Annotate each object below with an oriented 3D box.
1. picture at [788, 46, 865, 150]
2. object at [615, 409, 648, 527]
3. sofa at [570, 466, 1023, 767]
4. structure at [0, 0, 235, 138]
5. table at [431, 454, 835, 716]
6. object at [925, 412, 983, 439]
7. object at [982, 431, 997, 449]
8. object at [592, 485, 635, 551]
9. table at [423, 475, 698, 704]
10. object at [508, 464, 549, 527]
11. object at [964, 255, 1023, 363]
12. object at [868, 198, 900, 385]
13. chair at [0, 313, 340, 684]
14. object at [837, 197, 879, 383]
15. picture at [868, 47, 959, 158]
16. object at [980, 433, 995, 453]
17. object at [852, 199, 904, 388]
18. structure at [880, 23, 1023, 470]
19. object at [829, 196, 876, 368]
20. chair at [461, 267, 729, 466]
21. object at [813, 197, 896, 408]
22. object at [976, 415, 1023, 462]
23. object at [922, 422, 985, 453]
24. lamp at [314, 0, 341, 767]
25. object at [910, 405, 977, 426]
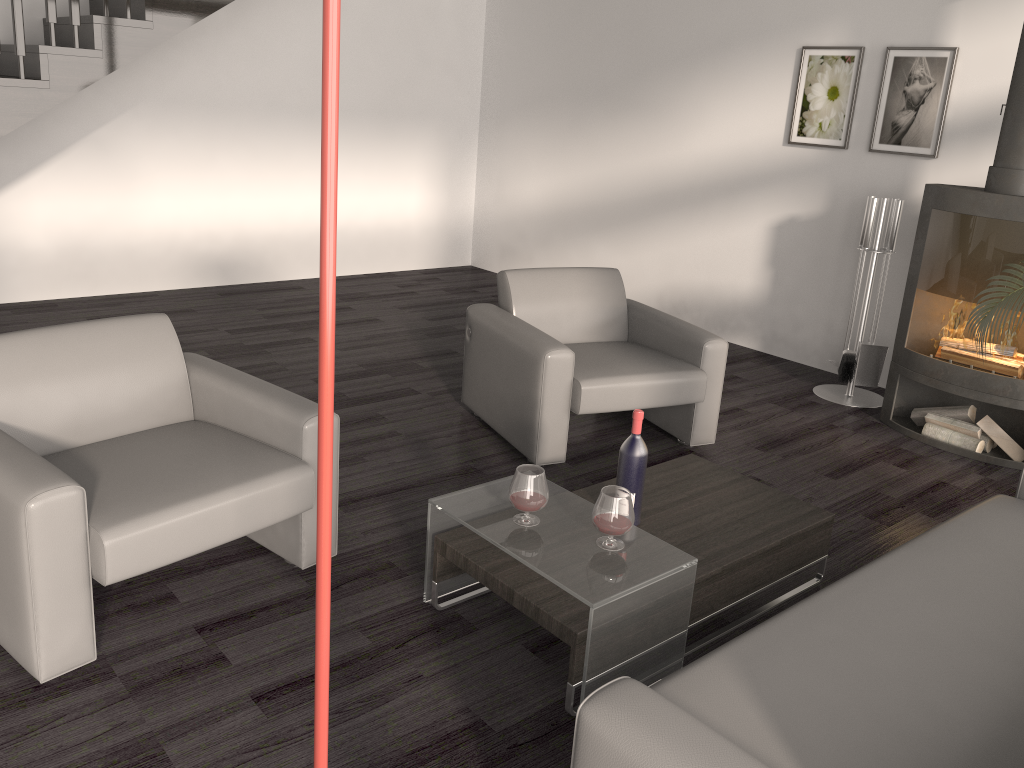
[{"bbox_3d":[1.873,-1.716,5.303,0.026,0.572,0.397,-9,21,-40],"label":"picture"},{"bbox_3d":[0.368,0.256,2.715,0.093,0.367,0.093,-10,21,-41],"label":"object"},{"bbox_3d":[1.134,0.643,1.933,2.122,0.710,0.908,-11,23,-40],"label":"sofa"},{"bbox_3d":[-2.013,-2.480,5.456,6.363,4.053,1.007,-11,22,-40],"label":"structure"},{"bbox_3d":[0.413,0.555,2.799,1.204,0.247,0.604,-11,23,-40],"label":"table"},{"bbox_3d":[2.180,0.208,4.380,0.073,0.067,0.260,-11,23,-40],"label":"object"},{"bbox_3d":[2.291,0.240,4.458,0.085,0.082,0.278,-9,22,-38],"label":"object"},{"bbox_3d":[0.273,0.361,2.390,0.116,0.154,0.116,17,21,37],"label":"object"},{"bbox_3d":[0.114,0.564,2.529,0.401,0.338,0.685,-10,23,-39],"label":"table"},{"bbox_3d":[0.046,0.312,2.490,0.116,0.154,0.117,-6,20,-31],"label":"object"},{"bbox_3d":[2.466,-0.141,3.143,1.729,1.649,2.128,19,23,41],"label":"object"},{"bbox_3d":[2.074,-0.503,4.929,0.113,1.038,0.042,5,16,3],"label":"object"},{"bbox_3d":[-1.129,0.242,2.664,0.915,0.710,0.968,17,21,36],"label":"chair"},{"bbox_3d":[1.886,-0.490,4.799,0.078,1.010,0.168,7,16,9],"label":"object"},{"bbox_3d":[2.220,-1.566,4.918,0.026,0.572,0.397,-9,21,-40],"label":"picture"},{"bbox_3d":[2.237,0.256,4.395,0.086,0.085,0.267,-9,22,-38],"label":"object"},{"bbox_3d":[2.025,-0.477,4.843,0.145,1.042,0.075,7,16,9],"label":"object"},{"bbox_3d":[2.619,-1.027,4.298,1.119,2.647,0.824,-10,21,-40],"label":"structure"},{"bbox_3d":[1.903,-0.557,4.949,0.116,0.973,0.042,11,17,23],"label":"object"},{"bbox_3d":[0.380,-0.119,4.131,0.964,0.710,0.919,-4,19,-25],"label":"chair"},{"bbox_3d":[1.966,-0.465,4.908,0.401,1.114,0.404,6,16,7],"label":"object"},{"bbox_3d":[2.351,0.262,4.235,0.072,0.184,0.256,-9,22,-39],"label":"object"},{"bbox_3d":[2.162,0.267,4.346,0.093,0.081,0.269,-10,22,-38],"label":"object"},{"bbox_3d":[-0.210,0.287,0.983,0.354,1.770,0.367,-10,21,-40],"label":"lamp"},{"bbox_3d":[2.190,0.163,4.499,0.105,0.190,0.308,-9,22,-38],"label":"object"}]
